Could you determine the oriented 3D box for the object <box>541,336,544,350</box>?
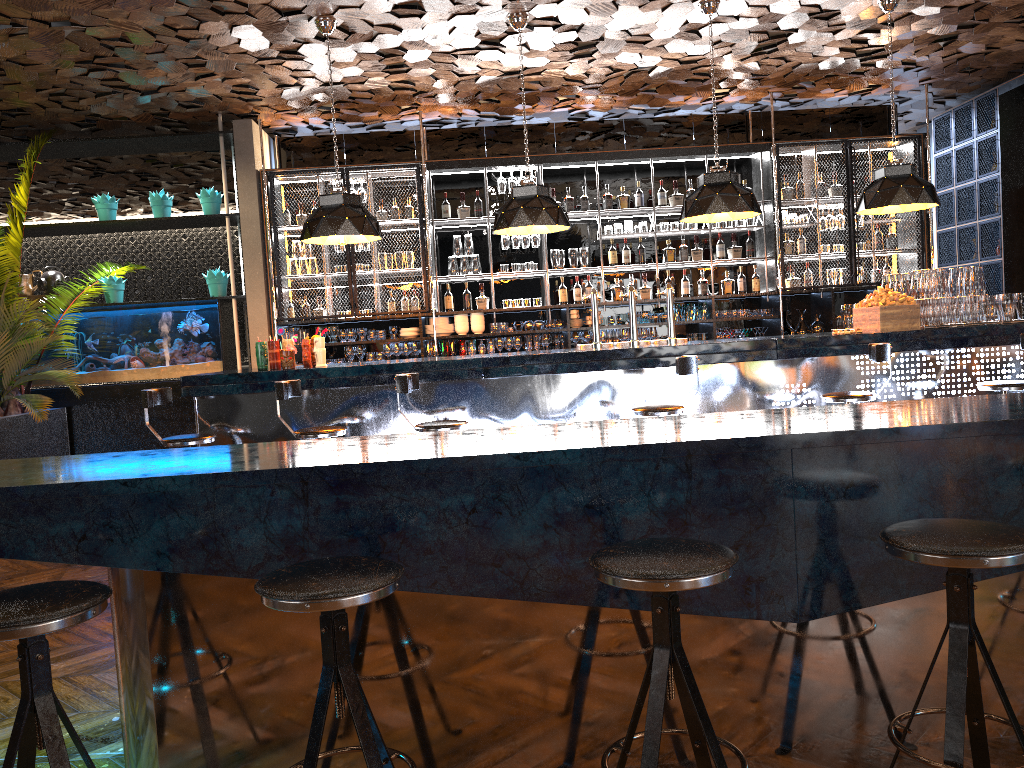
[{"bbox_3d":[0.329,-0.405,9.275,0.092,0.218,0.092,-6,4,-41],"label":"object"}]

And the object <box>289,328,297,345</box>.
[{"bbox_3d":[-2.206,-0.476,8.917,0.067,0.174,0.067,-1,4,37],"label":"object"}]

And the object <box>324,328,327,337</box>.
[{"bbox_3d":[-1.938,-0.502,9.132,0.087,0.170,0.087,-6,4,-41],"label":"object"}]

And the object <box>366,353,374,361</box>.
[{"bbox_3d":[-1.437,-0.243,8.980,0.074,0.146,0.065,-5,4,-26],"label":"object"}]

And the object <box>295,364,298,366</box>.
[{"bbox_3d":[-2.164,-0.157,8.891,0.034,0.080,0.034,-3,3,11],"label":"object"}]

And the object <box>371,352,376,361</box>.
[{"bbox_3d":[-1.447,-0.253,9.180,0.065,0.146,0.074,-2,4,27],"label":"object"}]

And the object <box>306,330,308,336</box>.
[{"bbox_3d":[-2.119,-0.480,9.081,0.051,0.152,0.058,-2,3,24],"label":"object"}]

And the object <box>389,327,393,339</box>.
[{"bbox_3d":[-1.235,-0.529,9.192,0.074,0.131,0.074,-3,3,11],"label":"object"}]

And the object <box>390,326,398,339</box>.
[{"bbox_3d":[-1.199,-0.521,9.017,0.074,0.131,0.074,-3,3,11],"label":"object"}]

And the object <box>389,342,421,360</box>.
[{"bbox_3d":[-1.127,-0.316,9.232,0.376,0.227,0.186,-4,3,-4],"label":"object"}]

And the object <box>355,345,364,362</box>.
[{"bbox_3d":[-1.545,-0.279,9.007,0.088,0.229,0.077,-4,3,-3],"label":"object"}]

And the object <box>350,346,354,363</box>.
[{"bbox_3d":[-1.645,-0.273,9.008,0.088,0.229,0.077,-6,4,-42],"label":"object"}]

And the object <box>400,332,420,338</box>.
[{"bbox_3d":[-1.033,-0.497,9.004,0.211,0.060,0.209,-6,4,-43],"label":"object"}]

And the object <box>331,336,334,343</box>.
[{"bbox_3d":[-1.848,-0.507,9.124,0.087,0.170,0.087,-6,4,-41],"label":"object"}]

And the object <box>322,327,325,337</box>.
[{"bbox_3d":[-1.933,-0.495,9.014,0.087,0.170,0.087,-6,4,-41],"label":"object"}]

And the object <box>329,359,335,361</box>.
[{"bbox_3d":[-1.860,-0.203,9.135,0.093,0.101,0.093,-4,3,-16],"label":"object"}]

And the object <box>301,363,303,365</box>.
[{"bbox_3d":[-2.177,-0.173,9.202,0.034,0.080,0.034,-3,3,8],"label":"object"}]

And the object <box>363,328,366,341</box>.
[{"bbox_3d":[-1.517,-0.501,9.005,0.074,0.131,0.074,-3,3,11],"label":"object"}]

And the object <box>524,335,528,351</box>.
[{"bbox_3d":[0.162,-0.399,9.292,0.071,0.226,0.071,-5,4,-30],"label":"object"}]

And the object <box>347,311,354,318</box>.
[{"bbox_3d":[-1.641,-0.710,9.062,0.077,0.080,0.077,-4,3,-16],"label":"object"}]

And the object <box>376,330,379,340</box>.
[{"bbox_3d":[-1.345,-0.496,9.010,0.078,0.099,0.078,-6,4,-35],"label":"object"}]

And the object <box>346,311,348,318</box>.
[{"bbox_3d":[-1.684,-0.716,9.221,0.077,0.080,0.077,-1,4,37],"label":"object"}]

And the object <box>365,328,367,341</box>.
[{"bbox_3d":[-1.521,-0.505,9.092,0.074,0.131,0.074,-3,3,11],"label":"object"}]

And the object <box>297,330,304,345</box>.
[{"bbox_3d":[-2.123,-0.470,8.902,0.051,0.152,0.058,-3,3,3],"label":"object"}]

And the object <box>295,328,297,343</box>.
[{"bbox_3d":[-2.217,-0.480,8.993,0.067,0.174,0.067,-2,3,23],"label":"object"}]

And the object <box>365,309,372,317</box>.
[{"bbox_3d":[-1.473,-0.722,9.099,0.077,0.080,0.077,-4,3,-14],"label":"object"}]

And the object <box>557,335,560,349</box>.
[{"bbox_3d":[0.479,-0.408,9.177,0.071,0.217,0.071,-3,3,6],"label":"object"}]

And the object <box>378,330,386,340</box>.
[{"bbox_3d":[-1.308,-0.493,8.921,0.078,0.099,0.078,-6,4,-35],"label":"object"}]

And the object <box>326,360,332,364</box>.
[{"bbox_3d":[-1.853,-0.192,8.926,0.093,0.101,0.093,-6,4,-34],"label":"object"}]

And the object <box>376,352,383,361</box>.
[{"bbox_3d":[-1.342,-0.249,8.988,0.074,0.146,0.065,-4,3,-8],"label":"object"}]

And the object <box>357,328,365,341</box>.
[{"bbox_3d":[-1.516,-0.496,8.918,0.074,0.131,0.074,-3,3,11],"label":"object"}]

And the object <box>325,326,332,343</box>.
[{"bbox_3d":[-1.842,-0.499,8.979,0.087,0.170,0.087,-6,4,-41],"label":"object"}]

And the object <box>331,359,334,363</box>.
[{"bbox_3d":[-1.857,-0.197,9.031,0.093,0.101,0.093,-6,4,-41],"label":"object"}]

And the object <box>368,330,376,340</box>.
[{"bbox_3d":[-1.408,-0.489,8.924,0.078,0.103,0.078,-1,4,41],"label":"object"}]

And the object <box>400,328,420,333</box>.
[{"bbox_3d":[-1.035,-0.538,9.002,0.211,0.060,0.209,-1,4,42],"label":"object"}]

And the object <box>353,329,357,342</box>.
[{"bbox_3d":[-1.643,-0.504,9.174,0.081,0.132,0.081,-5,4,-30],"label":"object"}]

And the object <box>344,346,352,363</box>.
[{"bbox_3d":[-1.643,-0.268,8.916,0.088,0.229,0.077,-3,3,11],"label":"object"}]

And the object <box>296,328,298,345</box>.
[{"bbox_3d":[-2.223,-0.485,9.084,0.067,0.174,0.067,-6,4,-41],"label":"object"}]

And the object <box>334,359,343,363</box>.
[{"bbox_3d":[-1.744,-0.199,8.930,0.093,0.101,0.093,-6,4,-39],"label":"object"}]

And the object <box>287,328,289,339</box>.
[{"bbox_3d":[-2.286,-0.475,8.978,0.067,0.174,0.067,-1,4,38],"label":"object"}]

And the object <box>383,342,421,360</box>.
[{"bbox_3d":[-1.119,-0.305,9.036,0.376,0.227,0.186,-4,3,-4],"label":"object"}]

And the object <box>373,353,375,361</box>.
[{"bbox_3d":[-1.443,-0.248,9.083,0.065,0.146,0.074,-3,3,10],"label":"object"}]

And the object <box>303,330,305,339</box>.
[{"bbox_3d":[-2.121,-0.473,8.962,0.058,0.152,0.051,-3,3,2],"label":"object"}]

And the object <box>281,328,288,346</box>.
[{"bbox_3d":[-2.285,-0.471,8.903,0.067,0.174,0.067,-3,3,6],"label":"object"}]

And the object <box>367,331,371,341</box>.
[{"bbox_3d":[-1.434,-0.492,9.007,0.078,0.103,0.078,-1,4,41],"label":"object"}]

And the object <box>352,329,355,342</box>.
[{"bbox_3d":[-1.641,-0.497,9.045,0.081,0.132,0.081,-5,4,-30],"label":"object"}]

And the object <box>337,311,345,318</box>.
[{"bbox_3d":[-1.746,-0.704,9.070,0.077,0.080,0.077,-1,4,37],"label":"object"}]

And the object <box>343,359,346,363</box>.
[{"bbox_3d":[-1.754,-0.209,9.137,0.093,0.101,0.093,-3,3,13],"label":"object"}]

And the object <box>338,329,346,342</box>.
[{"bbox_3d":[-1.718,-0.488,8.974,0.081,0.132,0.081,-5,4,-30],"label":"object"}]

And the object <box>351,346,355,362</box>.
[{"bbox_3d":[-1.652,-0.277,9.089,0.077,0.229,0.088,-3,3,14],"label":"object"}]

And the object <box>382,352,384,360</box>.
[{"bbox_3d":[-1.347,-0.254,9.094,0.065,0.146,0.074,-2,3,21],"label":"object"}]

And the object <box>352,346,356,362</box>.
[{"bbox_3d":[-1.655,-0.282,9.182,0.077,0.229,0.088,-5,4,-28],"label":"object"}]

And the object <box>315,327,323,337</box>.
[{"bbox_3d":[-1.928,-0.489,8.896,0.087,0.170,0.087,-6,4,-41],"label":"object"}]

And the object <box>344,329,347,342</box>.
[{"bbox_3d":[-1.724,-0.496,9.120,0.081,0.132,0.081,-5,4,-30],"label":"object"}]

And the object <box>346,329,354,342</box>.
[{"bbox_3d":[-1.633,-0.490,8.925,0.081,0.132,0.081,-5,4,-30],"label":"object"}]

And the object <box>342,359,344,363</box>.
[{"bbox_3d":[-1.755,-0.204,9.036,0.093,0.101,0.093,-2,3,19],"label":"object"}]

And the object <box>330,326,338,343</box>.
[{"bbox_3d":[-1.777,-0.498,8.891,0.087,0.170,0.087,-6,4,-41],"label":"object"}]

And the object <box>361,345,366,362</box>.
[{"bbox_3d":[-1.546,-0.286,9.130,0.088,0.229,0.077,-4,3,-1],"label":"object"}]
